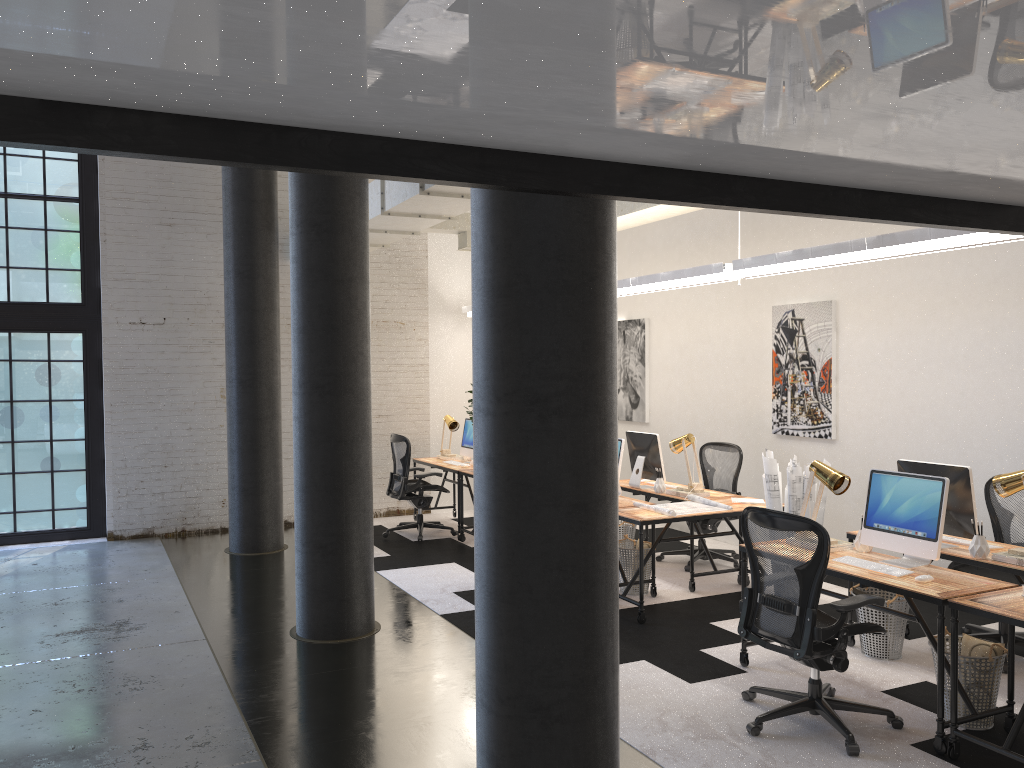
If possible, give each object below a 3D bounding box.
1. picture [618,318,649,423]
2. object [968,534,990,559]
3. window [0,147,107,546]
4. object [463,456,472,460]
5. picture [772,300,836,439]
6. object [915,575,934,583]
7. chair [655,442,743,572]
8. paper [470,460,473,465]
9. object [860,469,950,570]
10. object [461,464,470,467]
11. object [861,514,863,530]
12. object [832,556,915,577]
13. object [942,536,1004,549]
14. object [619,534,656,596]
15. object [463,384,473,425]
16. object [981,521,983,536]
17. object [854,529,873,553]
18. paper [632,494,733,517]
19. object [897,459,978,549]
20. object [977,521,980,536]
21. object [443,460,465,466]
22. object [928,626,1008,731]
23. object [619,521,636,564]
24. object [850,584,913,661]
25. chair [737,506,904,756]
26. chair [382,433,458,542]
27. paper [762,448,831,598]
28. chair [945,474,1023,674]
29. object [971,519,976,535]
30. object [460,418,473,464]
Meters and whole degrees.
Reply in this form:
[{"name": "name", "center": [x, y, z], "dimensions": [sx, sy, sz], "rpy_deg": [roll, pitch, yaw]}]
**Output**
[{"name": "picture", "center": [1.376, -0.157, 10.392], "dimensions": [0.049, 1.184, 0.731], "rpy_deg": [-1, 2, -26]}, {"name": "object", "center": [2.532, 0.881, 4.806], "dimensions": [0.101, 0.127, 0.101], "rpy_deg": [0, 2, 19]}, {"name": "window", "center": [-5.537, -0.867, 8.998], "dimensions": [2.490, 5.182, 0.137], "rpy_deg": [-1, 2, -26]}, {"name": "object", "center": [-0.503, 0.794, 9.994], "dimensions": [0.101, 0.127, 0.101], "rpy_deg": [0, 2, 19]}, {"name": "picture", "center": [2.586, -0.124, 7.885], "dimensions": [0.049, 1.184, 0.731], "rpy_deg": [-1, 2, -26]}, {"name": "object", "center": [2.003, 0.942, 4.301], "dimensions": [0.106, 0.029, 0.059], "rpy_deg": [-1, 1, -25]}, {"name": "chair", "center": [1.738, 1.079, 7.978], "dimensions": [0.792, 1.086, 0.770], "rpy_deg": [-2, 2, -42]}, {"name": "paper", "center": [-0.009, 0.827, 9.096], "dimensions": [1.134, 0.082, 0.083], "rpy_deg": [0, 2, 39]}, {"name": "object", "center": [2.076, 0.708, 4.665], "dimensions": [0.189, 0.485, 0.483], "rpy_deg": [-1, 2, -26]}, {"name": "object", "center": [-0.485, 0.854, 9.293], "dimensions": [0.106, 0.029, 0.059], "rpy_deg": [-1, 1, -25]}, {"name": "object", "center": [1.977, 0.840, 5.012], "dimensions": [0.008, 0.207, 0.054], "rpy_deg": [1, 2, 29]}, {"name": "object", "center": [1.867, 0.944, 4.599], "dimensions": [0.118, 0.018, 0.439], "rpy_deg": [-1, 1, -26]}, {"name": "object", "center": [2.652, 0.926, 5.211], "dimensions": [0.118, 0.018, 0.439], "rpy_deg": [-1, 1, -26]}, {"name": "object", "center": [0.962, 1.427, 7.001], "dimensions": [0.353, 0.435, 0.358], "rpy_deg": [-1, 2, -29]}, {"name": "object", "center": [-0.240, 0.339, 8.770], "dimensions": [0.438, 1.078, 0.513], "rpy_deg": [-2, 2, -35]}, {"name": "object", "center": [2.539, 0.839, 4.792], "dimensions": [0.008, 0.207, 0.054], "rpy_deg": [1, 2, 29]}, {"name": "object", "center": [1.985, 0.882, 5.001], "dimensions": [0.101, 0.127, 0.101], "rpy_deg": [0, 2, 19]}, {"name": "paper", "center": [1.265, 0.900, 6.596], "dimensions": [0.625, 0.061, 0.567], "rpy_deg": [-1, 1, -28]}, {"name": "object", "center": [2.438, 0.697, 5.130], "dimensions": [0.189, 0.485, 0.483], "rpy_deg": [-1, 2, -26]}, {"name": "object", "center": [2.527, 0.840, 4.790], "dimensions": [0.054, 0.207, 0.008], "rpy_deg": [-2, 2, -39]}, {"name": "object", "center": [-0.621, 0.856, 9.592], "dimensions": [0.118, 0.018, 0.439], "rpy_deg": [-1, 1, -26]}, {"name": "object", "center": [2.262, 1.461, 4.412], "dimensions": [0.353, 0.435, 0.358], "rpy_deg": [-1, 2, -29]}, {"name": "object", "center": [0.966, 1.409, 8.021], "dimensions": [0.353, 0.435, 0.358], "rpy_deg": [-1, 2, -29]}, {"name": "object", "center": [2.266, 1.443, 5.432], "dimensions": [0.353, 0.435, 0.358], "rpy_deg": [-1, 2, -29]}, {"name": "chair", "center": [1.484, 1.145, 4.434], "dimensions": [0.792, 1.086, 0.770], "rpy_deg": [-2, 2, -42]}, {"name": "chair", "center": [-1.004, 1.057, 9.427], "dimensions": [0.792, 1.086, 0.770], "rpy_deg": [-2, 2, -42]}, {"name": "paper", "center": [2.004, 1.047, 6.314], "dimensions": [0.440, 1.198, 0.412], "rpy_deg": [1, 2, 42]}, {"name": "chair", "center": [3.038, 1.114, 5.389], "dimensions": [0.792, 1.086, 0.770], "rpy_deg": [-2, 2, -42]}, {"name": "object", "center": [2.520, 0.839, 4.813], "dimensions": [0.008, 0.207, 0.054], "rpy_deg": [-2, 3, -43]}, {"name": "object", "center": [-0.412, 0.620, 9.657], "dimensions": [0.189, 0.485, 0.483], "rpy_deg": [-1, 2, -26]}]
